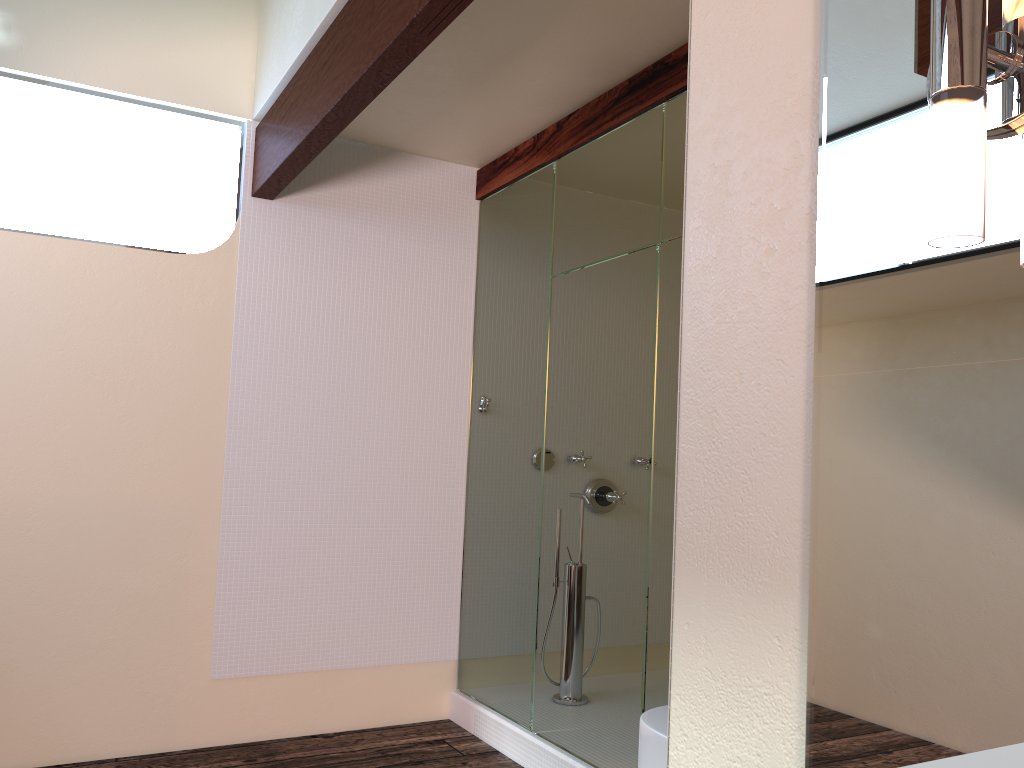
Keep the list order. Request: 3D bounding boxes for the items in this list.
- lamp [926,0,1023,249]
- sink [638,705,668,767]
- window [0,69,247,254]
[{"bbox_3d":[0.382,-0.306,0.732,0.083,0.364,0.131,4,-4,-28],"label":"lamp"},{"bbox_3d":[0.513,1.007,1.451,0.682,0.783,0.346,5,-4,-29],"label":"sink"},{"bbox_3d":[-1.193,-1.063,1.619,2.110,0.674,3.523,5,-6,-28],"label":"window"}]
